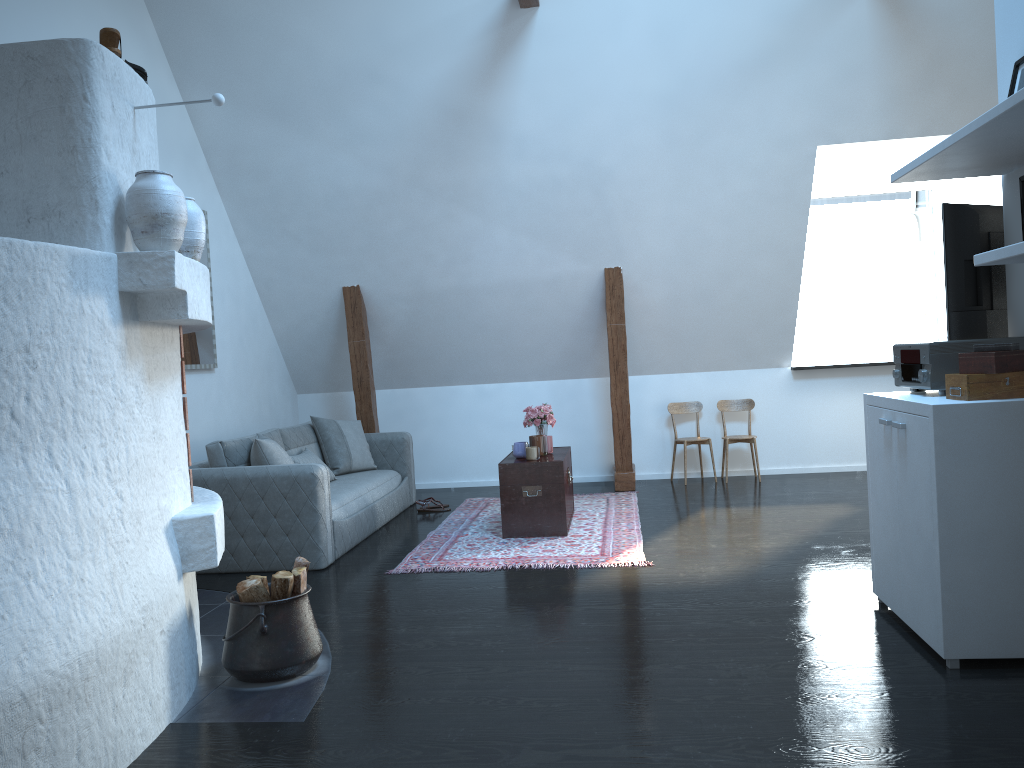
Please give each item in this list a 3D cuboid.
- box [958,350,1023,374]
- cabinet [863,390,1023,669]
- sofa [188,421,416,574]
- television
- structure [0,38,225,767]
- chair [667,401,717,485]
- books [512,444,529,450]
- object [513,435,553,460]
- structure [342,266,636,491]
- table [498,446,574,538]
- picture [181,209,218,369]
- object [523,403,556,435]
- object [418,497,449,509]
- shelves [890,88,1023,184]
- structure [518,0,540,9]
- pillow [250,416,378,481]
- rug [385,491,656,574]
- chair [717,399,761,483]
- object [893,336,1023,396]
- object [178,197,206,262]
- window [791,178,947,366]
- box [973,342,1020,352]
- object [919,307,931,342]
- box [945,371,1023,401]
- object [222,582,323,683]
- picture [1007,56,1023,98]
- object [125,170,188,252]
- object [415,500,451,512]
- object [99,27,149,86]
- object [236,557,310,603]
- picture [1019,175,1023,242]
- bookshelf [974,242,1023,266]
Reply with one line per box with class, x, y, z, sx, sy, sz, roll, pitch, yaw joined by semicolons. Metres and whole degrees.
box;1.732;-0.079;3.181;0.210;0.075;0.137;-4;2;-28
cabinet;1.818;0.499;3.453;0.638;0.921;0.869;-3;2;7
sofa;-1.512;0.693;6.404;1.107;0.770;2.458;-3;2;7
television;2.444;-0.491;3.848;1.005;0.652;0.537;-4;2;-28
structure;-2.657;-1.112;3.143;3.049;4.752;3.058;-3;2;16
chair;1.577;0.509;7.783;0.329;0.696;0.342;-4;2;-10
books;0.137;0.469;6.570;0.243;0.034;0.179;-4;2;-15
object;0.129;0.432;6.083;0.215;0.138;0.413;-3;2;18
structure;4.764;-0.284;7.322;12.350;1.963;1.023;-3;2;7
table;0.198;0.734;6.201;0.471;0.492;0.962;-3;2;7
picture;-2.335;-0.695;6.227;0.025;1.185;0.965;-3;2;7
object;0.197;0.311;6.429;0.235;0.351;0.234;-4;2;-33
object;-0.638;0.958;7.183;0.277;0.090;0.101;-4;2;-36
shelves;1.783;-0.874;3.027;0.478;0.038;1.604;-3;2;7
structure;2.336;-2.809;2.415;15.910;3.562;10.230;-3;2;12
pillow;-1.424;0.511;6.407;0.444;0.515;2.075;-3;2;7
rug;0.187;0.976;6.181;1.512;0.029;2.647;-3;2;7
chair;1.975;0.488;7.715;0.329;0.696;0.342;-3;2;8
object;1.862;-0.075;3.606;0.496;0.211;0.435;-3;2;6
object;-1.240;-0.564;3.357;0.158;0.274;0.158;-5;2;-44
window;4.506;-2.311;4.852;8.018;4.249;5.959;-3;2;7
box;1.744;-0.132;3.193;0.076;0.027;0.129;-5;2;-43
object;3.577;-0.441;7.716;0.131;0.461;0.309;-3;2;25
box;1.735;0.005;3.187;0.294;0.093;0.169;-3;2;2
object;-0.945;0.972;3.488;0.384;0.313;0.384;-2;2;33
picture;1.975;-1.100;3.297;0.114;0.377;0.597;-3;2;7
object;-1.239;-0.577;3.095;0.203;0.314;0.203;-4;2;-9
object;-0.624;0.962;7.023;0.277;0.090;0.101;-3;2;-5
object;-1.584;-1.201;3.467;0.311;0.094;0.783;-4;2;-7
object;-0.934;0.888;3.470;0.270;0.370;0.240;-3;2;6
picture;2.055;-0.550;3.377;0.036;0.558;0.420;-3;2;7
bookshelf;1.757;-0.418;2.611;0.478;0.038;0.741;-3;2;7
